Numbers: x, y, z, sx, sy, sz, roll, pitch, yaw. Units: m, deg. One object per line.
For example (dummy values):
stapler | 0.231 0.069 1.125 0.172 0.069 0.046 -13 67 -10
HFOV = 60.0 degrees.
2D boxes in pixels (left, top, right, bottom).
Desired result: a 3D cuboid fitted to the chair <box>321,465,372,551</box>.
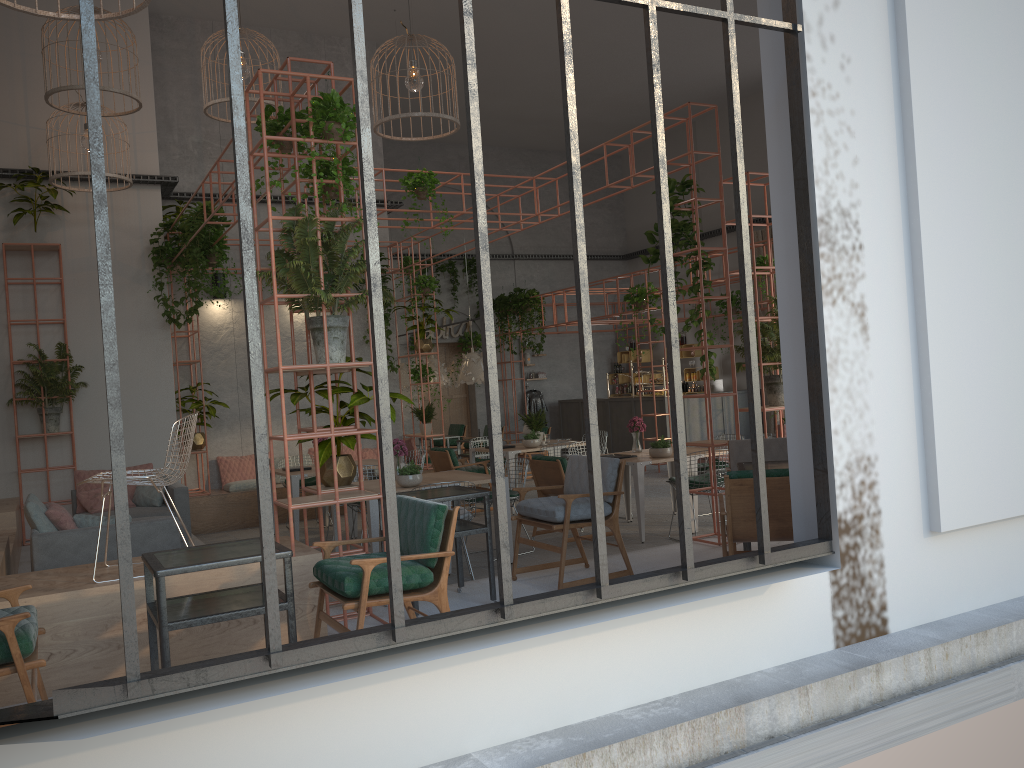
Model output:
chair | -1.881 1.376 10.161 0.565 0.941 0.717 -4 0 -12

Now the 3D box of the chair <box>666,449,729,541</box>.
chair | 1.925 1.116 9.036 0.565 0.941 0.717 -4 0 -12

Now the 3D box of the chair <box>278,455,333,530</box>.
chair | -2.757 1.434 11.797 0.565 0.941 0.717 -4 0 -27

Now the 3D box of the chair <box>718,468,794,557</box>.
chair | 1.667 0.957 5.477 0.722 0.917 0.685 -4 0 12

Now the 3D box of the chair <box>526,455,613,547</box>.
chair | 0.633 1.208 9.492 0.685 0.917 0.722 -4 0 -28

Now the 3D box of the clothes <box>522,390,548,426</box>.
clothes | 0.569 0.629 21.062 0.366 0.997 0.625 -4 0 42

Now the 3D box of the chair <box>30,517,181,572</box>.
chair | -3.298 1.370 7.194 1.056 0.586 1.127 -4 0 -28

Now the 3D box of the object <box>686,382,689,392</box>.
object | 3.906 0.034 19.779 0.074 0.287 0.072 -4 0 4

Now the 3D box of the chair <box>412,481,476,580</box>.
chair | -0.600 1.292 7.746 0.565 0.941 0.717 -4 0 -12

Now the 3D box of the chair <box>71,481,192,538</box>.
chair | -4.191 1.471 9.750 1.127 0.672 1.052 -4 0 -28

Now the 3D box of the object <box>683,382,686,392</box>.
object | 3.836 0.042 19.738 0.065 0.280 0.065 -4 0 15

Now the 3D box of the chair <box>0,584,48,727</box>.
chair | -2.419 1.236 3.892 0.685 0.929 0.722 -4 0 -28

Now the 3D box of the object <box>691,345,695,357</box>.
object | 3.978 -0.723 19.381 0.137 0.261 0.137 -4 0 8

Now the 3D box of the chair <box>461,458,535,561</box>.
chair | -0.159 1.259 9.037 0.717 0.941 0.565 -4 0 -32

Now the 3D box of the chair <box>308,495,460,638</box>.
chair | -0.690 1.115 4.813 0.685 0.929 0.722 -4 0 -28

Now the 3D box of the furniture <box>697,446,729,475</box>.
furniture | 3.486 1.248 14.792 0.941 0.446 0.976 -4 0 -28

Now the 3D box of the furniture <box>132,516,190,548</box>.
furniture | -3.653 1.549 8.520 0.941 0.446 0.975 -4 0 -28

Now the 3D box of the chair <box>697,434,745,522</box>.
chair | 2.366 1.083 10.327 0.717 0.941 0.565 -4 0 -32

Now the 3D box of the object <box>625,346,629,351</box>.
object | 2.781 -0.857 21.396 0.088 0.123 0.088 -4 0 28

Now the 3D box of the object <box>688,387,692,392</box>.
object | 3.916 0.125 19.408 0.115 0.107 0.115 -4 0 -31

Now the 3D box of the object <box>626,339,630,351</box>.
object | 2.857 -0.952 21.622 0.134 0.301 0.134 -4 0 -39

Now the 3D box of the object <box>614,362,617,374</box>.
object | 2.547 -0.402 21.907 0.066 0.291 0.066 -4 0 32

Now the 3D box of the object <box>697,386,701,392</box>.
object | 4.065 0.103 19.251 0.073 0.131 0.073 -4 0 -35

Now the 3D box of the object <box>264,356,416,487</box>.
object | -1.197 0.257 6.255 0.934 0.923 0.903 -4 0 29

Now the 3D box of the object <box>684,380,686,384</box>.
object | 3.867 0.040 19.853 0.065 0.280 0.065 -4 0 -1

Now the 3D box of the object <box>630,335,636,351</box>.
object | 2.912 -0.997 21.436 0.134 0.386 0.134 -4 0 6

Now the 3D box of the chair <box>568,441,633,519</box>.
chair | 1.049 1.173 10.672 0.565 0.941 0.717 -4 0 -27

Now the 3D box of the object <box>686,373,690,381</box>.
object | 3.862 -0.156 19.435 0.069 0.191 0.069 -4 0 -16

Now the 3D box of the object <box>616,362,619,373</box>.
object | 2.615 -0.406 21.944 0.066 0.291 0.066 -4 0 -21

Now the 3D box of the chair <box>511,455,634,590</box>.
chair | 0.437 1.034 6.733 0.685 0.929 0.722 -4 0 -28

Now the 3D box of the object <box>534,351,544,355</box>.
object | 0.636 -0.755 21.168 0.263 0.101 0.013 -4 0 -28

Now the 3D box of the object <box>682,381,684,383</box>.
object | 3.862 0.057 19.954 0.072 0.248 0.094 -4 0 -28

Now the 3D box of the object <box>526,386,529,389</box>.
object | 0.362 0.068 21.044 0.093 0.121 0.049 -4 0 -26

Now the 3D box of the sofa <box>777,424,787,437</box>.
sofa | 5.357 1.010 15.055 1.960 0.672 2.219 -4 0 -28

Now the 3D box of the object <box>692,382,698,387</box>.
object | 3.998 0.015 19.379 0.115 0.107 0.115 -4 0 28

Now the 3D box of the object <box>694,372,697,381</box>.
object | 3.981 -0.164 19.210 0.069 0.191 0.069 -4 0 -11

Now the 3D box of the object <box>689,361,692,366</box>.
object | 3.905 -0.425 19.386 0.083 0.159 0.083 -4 0 17

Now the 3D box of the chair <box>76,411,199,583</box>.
chair | -2.248 0.662 5.393 0.717 0.941 0.565 -4 0 -19

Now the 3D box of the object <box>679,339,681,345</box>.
object | 3.756 -1.011 19.926 0.134 0.301 0.134 -4 0 -39

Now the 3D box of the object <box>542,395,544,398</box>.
object | 0.744 0.296 21.247 0.033 0.146 0.070 -4 0 33

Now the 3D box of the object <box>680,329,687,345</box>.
object | 3.811 -1.057 19.740 0.134 0.386 0.134 -4 0 -39

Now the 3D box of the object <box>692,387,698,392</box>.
object | 3.977 0.121 19.293 0.115 0.107 0.115 -4 0 28

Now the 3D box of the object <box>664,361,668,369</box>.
object | 3.513 -0.466 20.249 0.066 0.291 0.066 -4 0 -21

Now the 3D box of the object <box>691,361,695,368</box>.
object | 3.948 -0.428 19.306 0.083 0.159 0.083 -4 0 17

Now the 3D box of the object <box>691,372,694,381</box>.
object | 3.939 -0.161 19.290 0.069 0.191 0.069 -4 0 8

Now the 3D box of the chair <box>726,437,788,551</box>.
chair | 2.156 0.922 7.321 0.722 0.914 0.685 -4 0 12

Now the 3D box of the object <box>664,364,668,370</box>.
object | 3.514 -0.394 20.125 0.115 0.147 0.115 -4 0 -19

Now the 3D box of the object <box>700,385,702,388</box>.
object | 4.126 0.099 19.440 0.073 0.131 0.073 -4 0 34

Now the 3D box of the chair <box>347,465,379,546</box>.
chair | -1.476 1.350 9.382 0.565 0.941 0.717 -4 0 -27

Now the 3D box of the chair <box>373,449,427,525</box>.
chair | -1.440 1.344 11.452 0.717 0.941 0.565 -4 0 -32

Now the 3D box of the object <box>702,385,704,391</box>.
object | 4.189 0.095 19.323 0.073 0.131 0.073 -4 0 -35
